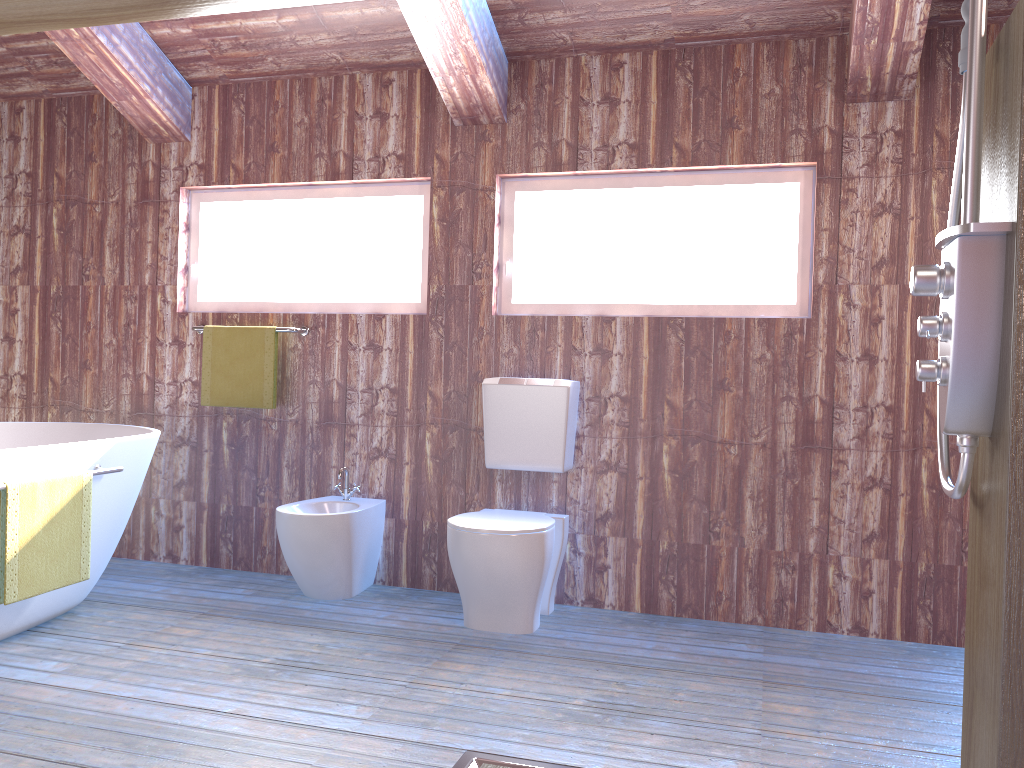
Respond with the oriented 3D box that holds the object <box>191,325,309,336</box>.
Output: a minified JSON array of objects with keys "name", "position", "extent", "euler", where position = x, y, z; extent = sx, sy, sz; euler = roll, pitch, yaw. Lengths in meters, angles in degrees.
[{"name":"object","position":[-1.188,-0.242,3.960],"extent":[0.581,0.043,0.091],"euler":[2,1,17]}]

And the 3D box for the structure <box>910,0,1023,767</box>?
[{"name":"structure","position":[0.789,-0.163,1.387],"extent":[0.522,2.209,0.328],"euler":[2,1,37]}]

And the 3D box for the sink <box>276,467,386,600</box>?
[{"name":"sink","position":[-0.744,0.607,3.603],"extent":[0.335,0.517,0.515],"euler":[2,1,17]}]

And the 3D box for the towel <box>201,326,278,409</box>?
[{"name":"towel","position":[-1.208,-0.076,3.929],"extent":[0.370,0.361,0.032],"euler":[2,1,17]}]

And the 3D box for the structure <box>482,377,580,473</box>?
[{"name":"structure","position":[0.072,0.158,3.526],"extent":[0.358,0.363,0.182],"euler":[2,1,17]}]

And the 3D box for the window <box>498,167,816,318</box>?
[{"name":"window","position":[0.552,-0.556,3.568],"extent":[1.255,0.587,0.054],"euler":[2,1,17]}]

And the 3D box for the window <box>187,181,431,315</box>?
[{"name":"window","position":[-0.925,-0.605,4.024],"extent":[1.255,0.587,0.054],"euler":[2,1,17]}]

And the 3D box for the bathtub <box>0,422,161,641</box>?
[{"name":"bathtub","position":[-2.002,0.285,2.871],"extent":[1.460,1.109,1.935],"euler":[2,1,38]}]

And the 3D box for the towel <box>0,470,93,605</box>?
[{"name":"towel","position":[-1.444,0.466,2.760],"extent":[0.032,0.361,0.370],"euler":[2,1,13]}]

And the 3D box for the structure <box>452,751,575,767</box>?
[{"name":"structure","position":[0.229,0.933,1.530],"extent":[1.000,0.067,1.000],"euler":[2,1,16]}]

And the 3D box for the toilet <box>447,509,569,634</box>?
[{"name":"toilet","position":[-0.027,0.692,3.267],"extent":[0.375,0.400,0.534],"euler":[2,1,17]}]
